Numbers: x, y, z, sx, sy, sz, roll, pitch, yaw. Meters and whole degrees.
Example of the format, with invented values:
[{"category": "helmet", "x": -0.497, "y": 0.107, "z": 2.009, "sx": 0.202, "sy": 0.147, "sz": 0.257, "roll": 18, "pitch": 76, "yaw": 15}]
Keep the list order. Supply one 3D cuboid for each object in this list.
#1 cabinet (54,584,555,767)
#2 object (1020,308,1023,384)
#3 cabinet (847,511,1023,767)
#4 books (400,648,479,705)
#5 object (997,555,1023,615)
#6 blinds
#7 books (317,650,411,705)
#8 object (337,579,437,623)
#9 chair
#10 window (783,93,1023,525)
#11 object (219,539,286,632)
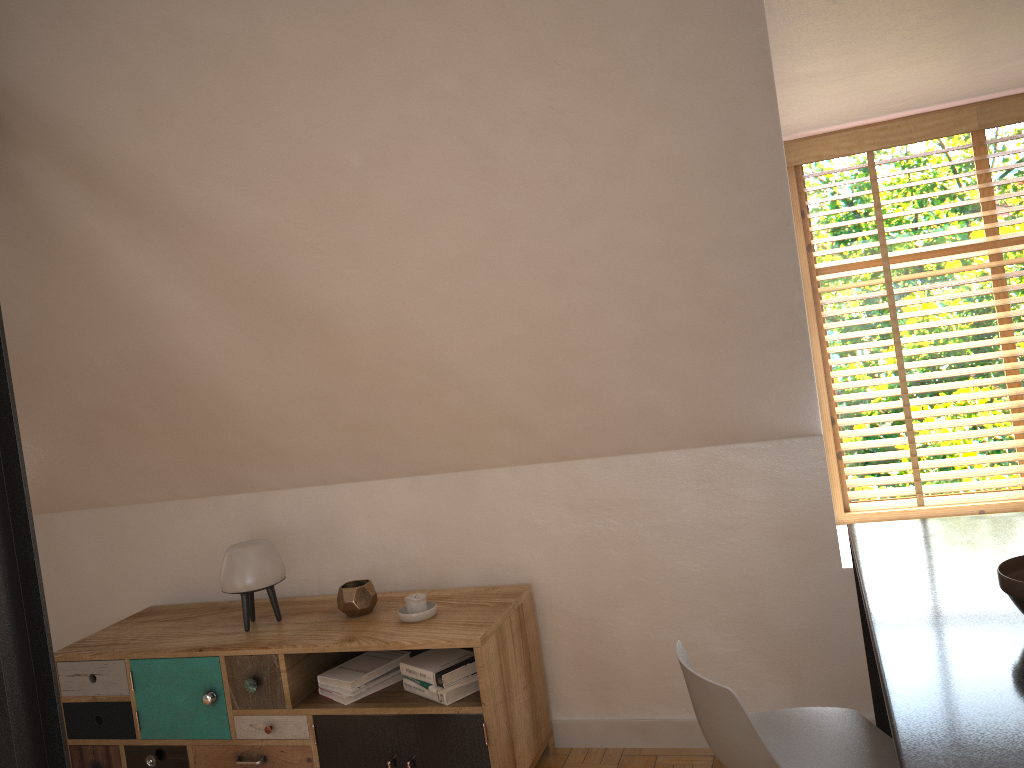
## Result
[{"category": "cabinet", "x": -0.801, "y": 1.206, "z": 3.339, "sx": 1.755, "sy": 0.633, "sz": 0.598, "roll": -8, "pitch": 2, "yaw": 18}, {"category": "object", "x": 1.991, "y": 0.015, "z": 2.932, "sx": 0.517, "sy": 0.976, "sz": 0.556, "roll": -8, "pitch": 1, "yaw": 14}, {"category": "cabinet", "x": 1.076, "y": 0.783, "z": 1.147, "sx": 0.998, "sy": 1.135, "sz": 2.443, "roll": -8, "pitch": 2, "yaw": 18}, {"category": "books", "x": -0.230, "y": 0.987, "z": 3.021, "sx": 0.222, "sy": 0.101, "sz": 0.277, "roll": -10, "pitch": 3, "yaw": -35}, {"category": "object", "x": 0.964, "y": 0.371, "z": 1.536, "sx": 0.206, "sy": 0.106, "sz": 0.206, "roll": -9, "pitch": 2, "yaw": -13}, {"category": "blinds", "x": 1.865, "y": -0.307, "z": 3.330, "sx": 1.427, "sy": 1.484, "sz": 0.070, "roll": -8, "pitch": 1, "yaw": 18}, {"category": "books", "x": -0.521, "y": 1.037, "z": 3.165, "sx": 0.210, "sy": 0.073, "sz": 0.307, "roll": -6, "pitch": 4, "yaw": 43}, {"category": "object", "x": -0.460, "y": 0.785, "z": 3.216, "sx": 0.425, "sy": 0.113, "sz": 0.148, "roll": -7, "pitch": 3, "yaw": 34}, {"category": "chair", "x": 0.615, "y": 0.955, "z": 1.799, "sx": 0.430, "sy": 0.866, "sz": 0.403, "roll": -9, "pitch": 1, "yaw": -8}, {"category": "window", "x": -1.618, "y": -0.436, "z": 0.020, "sx": 7.770, "sy": 4.463, "sz": 8.654, "roll": -8, "pitch": 2, "yaw": 18}, {"category": "object", "x": -0.973, "y": 0.755, "z": 3.341, "sx": 0.240, "sy": 0.313, "sz": 0.241, "roll": -8, "pitch": 1, "yaw": 28}]
